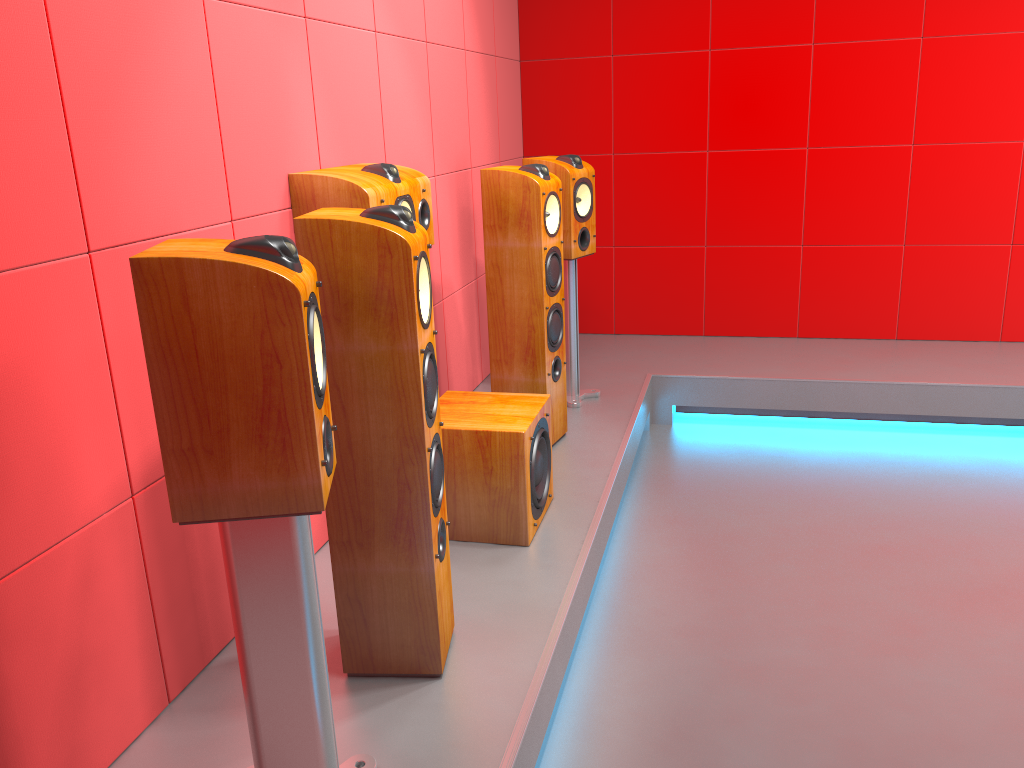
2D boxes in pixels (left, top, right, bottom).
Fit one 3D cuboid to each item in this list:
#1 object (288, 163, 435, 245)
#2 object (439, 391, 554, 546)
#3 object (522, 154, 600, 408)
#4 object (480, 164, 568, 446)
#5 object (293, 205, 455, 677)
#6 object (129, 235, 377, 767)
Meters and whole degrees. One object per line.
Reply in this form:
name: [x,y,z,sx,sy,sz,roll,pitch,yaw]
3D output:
object: [-0.424,-0.513,2.622,0.235,0.271,0.493,2,17,14]
object: [-0.078,0.250,2.768,0.360,0.360,0.360,2,17,14]
object: [0.214,-0.445,3.830,0.265,1.058,0.231,9,20,33]
object: [0.057,-0.285,3.328,0.238,1.052,0.203,5,18,24]
object: [-0.281,0.138,1.966,0.238,1.052,0.203,-1,17,5]
object: [-0.408,0.285,1.487,0.265,1.058,0.231,-4,17,-5]
